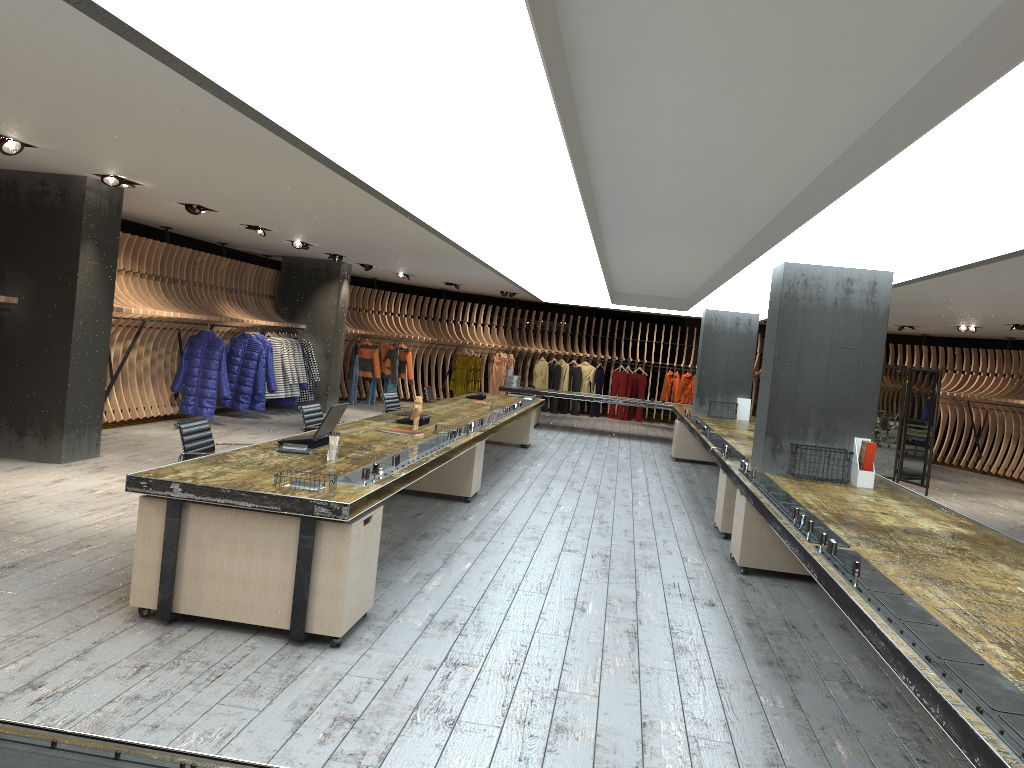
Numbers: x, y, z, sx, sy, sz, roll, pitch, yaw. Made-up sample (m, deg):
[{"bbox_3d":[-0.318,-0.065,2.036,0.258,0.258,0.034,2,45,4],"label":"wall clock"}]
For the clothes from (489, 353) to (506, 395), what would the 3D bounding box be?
[{"bbox_3d":[-0.352,-0.190,21.617,0.448,1.155,0.125,8,2,42],"label":"clothes"}]

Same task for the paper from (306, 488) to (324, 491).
[{"bbox_3d":[-1.072,0.534,4.596,0.176,0.004,0.130,7,3,16],"label":"paper"}]

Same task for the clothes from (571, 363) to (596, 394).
[{"bbox_3d":[1.802,-0.093,22.268,0.705,0.889,0.250,7,2,28],"label":"clothes"}]

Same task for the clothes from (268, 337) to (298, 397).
[{"bbox_3d":[-3.955,-0.272,15.011,0.752,1.061,0.128,6,2,6],"label":"clothes"}]

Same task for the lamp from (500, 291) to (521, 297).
[{"bbox_3d":[-0.074,-2.129,20.220,0.492,0.297,0.269,5,2,-33],"label":"lamp"}]

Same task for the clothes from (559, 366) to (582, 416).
[{"bbox_3d":[1.477,0.205,22.231,0.540,1.352,0.087,7,2,32],"label":"clothes"}]

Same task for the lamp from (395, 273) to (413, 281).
[{"bbox_3d":[-2.169,-2.244,17.875,0.269,0.296,0.492,7,2,27],"label":"lamp"}]

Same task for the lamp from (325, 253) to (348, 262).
[{"bbox_3d":[-2.945,-2.191,14.804,0.269,0.292,0.493,6,2,7],"label":"lamp"}]

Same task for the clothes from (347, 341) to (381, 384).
[{"bbox_3d":[-3.144,-0.479,18.935,0.840,0.880,0.201,7,2,22],"label":"clothes"}]

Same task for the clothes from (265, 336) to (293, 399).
[{"bbox_3d":[-3.985,-0.265,14.778,0.752,1.061,0.128,6,2,6],"label":"clothes"}]

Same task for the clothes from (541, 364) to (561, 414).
[{"bbox_3d":[0.973,0.157,22.124,0.540,1.352,0.087,8,2,42],"label":"clothes"}]

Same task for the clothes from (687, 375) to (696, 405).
[{"bbox_3d":[4.544,0.192,22.015,0.200,0.880,0.840,6,2,-13],"label":"clothes"}]

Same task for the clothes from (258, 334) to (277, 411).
[{"bbox_3d":[-4.211,-0.198,14.304,0.885,1.238,0.245,6,2,4],"label":"clothes"}]

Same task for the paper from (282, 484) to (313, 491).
[{"bbox_3d":[-1.086,0.534,4.594,0.176,0.003,0.130,6,3,6],"label":"paper"}]

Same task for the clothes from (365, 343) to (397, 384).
[{"bbox_3d":[-2.806,-0.461,19.387,0.840,0.880,0.200,7,2,27],"label":"clothes"}]

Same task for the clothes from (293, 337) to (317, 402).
[{"bbox_3d":[-3.842,-0.240,15.809,0.807,1.187,0.192,6,2,8],"label":"clothes"}]

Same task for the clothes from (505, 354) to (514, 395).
[{"bbox_3d":[-0.098,-0.168,21.736,0.125,1.155,0.448,5,2,-28],"label":"clothes"}]

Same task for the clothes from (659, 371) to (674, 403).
[{"bbox_3d":[3.886,0.115,22.186,0.201,0.880,0.839,7,2,22],"label":"clothes"}]

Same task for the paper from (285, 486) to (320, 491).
[{"bbox_3d":[-1.072,0.534,4.596,0.176,0.004,0.130,6,3,9],"label":"paper"}]

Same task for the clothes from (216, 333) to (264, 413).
[{"bbox_3d":[-4.331,-0.190,13.996,0.880,1.260,0.242,6,2,4],"label":"clothes"}]

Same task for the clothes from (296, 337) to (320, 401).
[{"bbox_3d":[-3.826,-0.247,15.997,0.799,1.185,0.192,6,2,8],"label":"clothes"}]

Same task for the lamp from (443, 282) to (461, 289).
[{"bbox_3d":[-1.278,-2.211,19.186,0.269,0.293,0.492,8,3,40],"label":"lamp"}]

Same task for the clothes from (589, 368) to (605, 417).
[{"bbox_3d":[2.145,0.268,22.325,0.087,1.352,0.539,7,2,32],"label":"clothes"}]

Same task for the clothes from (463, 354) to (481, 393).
[{"bbox_3d":[-1.025,-0.179,21.213,0.665,1.044,0.168,7,2,38],"label":"clothes"}]

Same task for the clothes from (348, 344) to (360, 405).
[{"bbox_3d":[-3.300,-0.128,18.647,0.200,1.421,0.309,6,2,-16],"label":"clothes"}]

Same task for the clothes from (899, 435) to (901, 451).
[{"bbox_3d":[8.252,0.889,19.130,0.443,1.128,0.127,5,2,-21],"label":"clothes"}]

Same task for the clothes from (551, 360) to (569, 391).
[{"bbox_3d":[1.212,-0.148,22.179,0.250,0.889,0.705,5,2,-42],"label":"clothes"}]

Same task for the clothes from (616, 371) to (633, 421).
[{"bbox_3d":[2.836,0.348,22.330,0.093,1.337,0.552,5,2,-23],"label":"clothes"}]

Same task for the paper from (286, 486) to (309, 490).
[{"bbox_3d":[-1.071,0.533,4.596,0.176,0.004,0.130,6,3,11],"label":"paper"}]

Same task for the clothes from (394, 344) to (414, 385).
[{"bbox_3d":[-2.504,-0.454,19.877,0.840,0.880,0.200,8,2,37],"label":"clothes"}]

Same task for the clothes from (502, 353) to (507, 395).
[{"bbox_3d":[-0.248,-0.181,21.670,0.125,1.155,0.447,5,2,-23],"label":"clothes"}]

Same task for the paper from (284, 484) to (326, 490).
[{"bbox_3d":[-1.071,0.531,4.596,0.176,0.004,0.130,7,3,13],"label":"paper"}]

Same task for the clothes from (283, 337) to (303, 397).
[{"bbox_3d":[-3.921,-0.280,15.272,0.752,1.061,0.128,6,2,6],"label":"clothes"}]

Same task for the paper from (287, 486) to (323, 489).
[{"bbox_3d":[-1.071,0.533,4.596,0.176,0.004,0.130,7,3,12],"label":"paper"}]

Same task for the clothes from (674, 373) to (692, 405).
[{"bbox_3d":[4.313,0.164,22.096,0.201,0.880,0.839,7,2,37],"label":"clothes"}]

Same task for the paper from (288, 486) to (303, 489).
[{"bbox_3d":[-1.071,0.532,4.596,0.176,0.004,0.130,7,3,12],"label":"paper"}]

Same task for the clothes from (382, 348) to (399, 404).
[{"bbox_3d":[-2.690,-0.109,19.666,0.308,1.421,0.200,5,2,-21],"label":"clothes"}]

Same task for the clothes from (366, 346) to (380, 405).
[{"bbox_3d":[-3.010,-0.120,19.165,0.200,1.421,0.309,6,2,-1],"label":"clothes"}]

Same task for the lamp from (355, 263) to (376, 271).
[{"bbox_3d":[-2.682,-2.233,16.375,0.269,0.292,0.493,6,2,14],"label":"lamp"}]

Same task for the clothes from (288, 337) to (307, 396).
[{"bbox_3d":[-3.898,-0.286,15.449,0.752,1.061,0.128,6,2,6],"label":"clothes"}]

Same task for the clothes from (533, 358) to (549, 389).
[{"bbox_3d":[0.706,-0.195,22.034,0.250,0.889,0.705,5,2,-32],"label":"clothes"}]

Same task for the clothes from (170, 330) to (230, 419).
[{"bbox_3d":[-4.430,-0.145,12.605,0.885,1.238,0.245,6,2,4],"label":"clothes"}]

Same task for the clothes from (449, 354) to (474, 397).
[{"bbox_3d":[-1.171,-0.189,21.104,0.665,1.044,0.168,7,2,38],"label":"clothes"}]

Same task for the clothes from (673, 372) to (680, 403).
[{"bbox_3d":[4.120,0.140,22.191,0.201,0.880,0.839,6,2,12],"label":"clothes"}]

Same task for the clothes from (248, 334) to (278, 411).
[{"bbox_3d":[-4.156,-0.186,14.116,0.884,1.245,0.249,6,2,4],"label":"clothes"}]

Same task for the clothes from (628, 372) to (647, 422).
[{"bbox_3d":[3.123,0.379,22.310,0.093,1.337,0.552,5,2,-43],"label":"clothes"}]

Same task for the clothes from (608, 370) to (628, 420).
[{"bbox_3d":[2.671,0.331,22.336,0.093,1.337,0.552,5,2,-38],"label":"clothes"}]

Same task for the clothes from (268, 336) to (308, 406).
[{"bbox_3d":[-4.006,-0.237,15.671,0.885,1.238,0.245,6,2,4],"label":"clothes"}]
